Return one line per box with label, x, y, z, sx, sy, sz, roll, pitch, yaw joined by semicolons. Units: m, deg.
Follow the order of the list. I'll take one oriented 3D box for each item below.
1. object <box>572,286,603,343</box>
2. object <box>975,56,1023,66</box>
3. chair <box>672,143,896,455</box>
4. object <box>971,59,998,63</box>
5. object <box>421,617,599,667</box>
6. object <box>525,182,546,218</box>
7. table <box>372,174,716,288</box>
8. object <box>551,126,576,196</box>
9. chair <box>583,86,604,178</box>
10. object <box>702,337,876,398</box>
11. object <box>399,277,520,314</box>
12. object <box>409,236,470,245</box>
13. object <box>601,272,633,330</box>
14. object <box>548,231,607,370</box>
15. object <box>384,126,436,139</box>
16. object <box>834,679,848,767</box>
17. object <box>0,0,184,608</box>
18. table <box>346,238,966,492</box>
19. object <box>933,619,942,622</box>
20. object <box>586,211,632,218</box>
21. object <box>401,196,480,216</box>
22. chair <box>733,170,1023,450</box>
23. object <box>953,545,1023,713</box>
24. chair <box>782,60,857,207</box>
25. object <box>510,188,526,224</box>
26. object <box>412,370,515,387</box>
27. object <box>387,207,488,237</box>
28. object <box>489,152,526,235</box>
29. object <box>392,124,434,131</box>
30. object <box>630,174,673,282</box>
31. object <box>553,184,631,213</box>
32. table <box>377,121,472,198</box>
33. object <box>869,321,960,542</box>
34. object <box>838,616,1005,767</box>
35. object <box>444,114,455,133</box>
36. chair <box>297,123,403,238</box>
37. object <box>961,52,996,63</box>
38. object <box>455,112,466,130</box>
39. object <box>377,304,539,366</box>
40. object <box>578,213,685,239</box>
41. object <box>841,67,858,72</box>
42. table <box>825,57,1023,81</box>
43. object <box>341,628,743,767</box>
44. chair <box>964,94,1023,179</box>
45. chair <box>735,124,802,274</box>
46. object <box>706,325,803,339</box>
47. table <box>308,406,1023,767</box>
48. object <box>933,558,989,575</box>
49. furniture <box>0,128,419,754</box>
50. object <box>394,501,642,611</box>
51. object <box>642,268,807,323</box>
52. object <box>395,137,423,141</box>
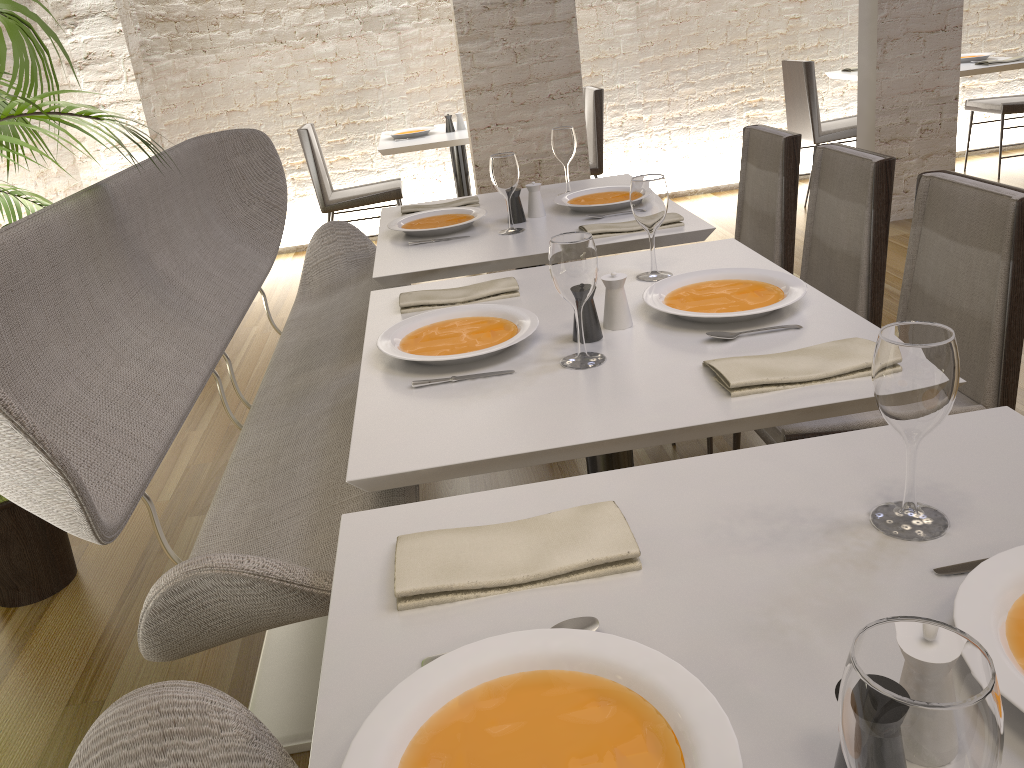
object;0.139;-0.139;1.689;0.059;0.108;0.060;5;24;29
object;3.000;-1.974;5.415;0.273;0.032;0.144;-9;22;-4
chair;0.754;-0.189;2.571;0.566;0.894;0.417;-9;21;-4
object;2.976;-2.038;5.580;0.181;0.015;0.039;-8;22;-2
object;-0.002;0.258;0.884;0.181;0.015;0.039;-8;22;-2
object;0.073;-0.586;2.806;0.059;0.108;0.060;5;24;29
table;0.080;-0.189;2.973;0.936;0.750;1.024;-9;21;-4
object;0.185;-0.767;3.058;0.086;0.228;0.087;2;23;24
chair;0.322;-1.400;5.674;0.566;0.894;0.417;-9;21;-4
object;0.466;-0.033;1.449;0.273;0.032;0.144;-9;22;-4
object;-0.125;-0.213;2.074;0.273;0.032;0.144;-9;22;-4
object;-0.217;-0.432;2.650;0.185;0.010;0.017;-9;22;-4
object;0.203;-0.167;1.737;0.059;0.108;0.060;5;24;29
object;0.115;-0.147;1.559;0.086;0.228;0.087;2;23;24
object;-0.630;-1.556;5.506;0.322;0.035;0.325;5;25;29
object;0.266;0.267;0.655;0.059;0.108;0.060;5;24;29
object;-1.422;-0.336;2.236;1.149;1.948;1.200;-16;22;-22
table;0.211;0.231;1.904;0.936;0.750;1.024;-9;21;-4
object;0.330;0.239;0.702;0.059;0.108;0.060;5;24;29
object;0.312;-0.516;2.684;0.181;0.015;0.039;-8;22;-2
object;-0.256;-0.632;3.143;0.273;0.032;0.144;-9;22;-4
chair;0.818;0.018;2.045;0.566;0.894;0.417;-9;21;-4
object;0.552;0.234;0.750;0.322;0.035;0.325;7;26;31
chair;2.101;-1.676;5.796;0.566;0.894;0.417;-9;21;-4
object;0.009;-0.559;2.758;0.059;0.108;0.060;5;24;29
object;-0.087;-0.013;1.581;0.185;0.010;0.017;-9;22;-4
object;-0.235;-0.510;2.819;0.322;0.035;0.325;7;26;31
object;-0.014;-0.562;2.616;0.086;0.228;0.087;2;23;24
object;-0.650;-1.678;5.830;0.273;0.032;0.144;-9;22;-4
object;0.314;-0.353;2.001;0.086;0.228;0.087;2;23;24
object;0.295;-0.592;2.853;0.322;0.035;0.325;7;26;31
table;-0.315;-1.235;5.660;0.936;0.750;1.024;-9;21;-4
object;0.440;0.051;0.972;0.086;0.228;0.087;2;23;24
object;0.240;0.257;0.530;0.086;0.228;0.087;2;23;24
object;-0.386;-1.605;5.445;0.059;0.108;0.060;-8;21;-2
chair;-0.972;-1.199;5.586;0.566;0.894;0.417;-9;21;-4
object;2.959;-2.113;5.750;0.322;0.035;0.325;5;25;29
object;-0.322;-1.632;5.493;0.059;0.108;0.060;-8;21;-2
object;-0.105;-0.091;1.750;0.322;0.035;0.325;7;26;31
object;0.336;-0.453;2.518;0.273;0.032;0.144;-9;22;-4
object;2.408;-2.154;6.039;0.273;0.032;0.144;-9;22;-4
table;2.744;-1.710;5.869;0.936;0.750;1.024;-9;21;-4
object;0.021;0.315;0.716;0.322;0.035;0.325;7;26;31
chair;3.395;-1.877;5.885;0.566;0.894;0.417;-9;21;-4
chair;0.688;-0.401;3.112;0.566;0.894;0.417;-9;21;-4
object;0.443;-0.097;1.615;0.181;0.015;0.039;-8;22;-2
table;0.337;0.637;0.869;0.936;0.750;1.024;-9;21;-4
object;0.528;0.179;0.919;0.185;0.010;0.017;-9;22;-4
furniture;-0.634;-0.067;2.454;0.707;1.082;2.619;-9;22;-4
object;0.001;0.193;1.039;0.273;0.032;0.144;-9;22;-4
object;0.425;-0.172;1.784;0.322;0.035;0.325;7;26;31
object;-0.612;-1.478;5.337;0.185;0.010;0.017;-9;22;-4
